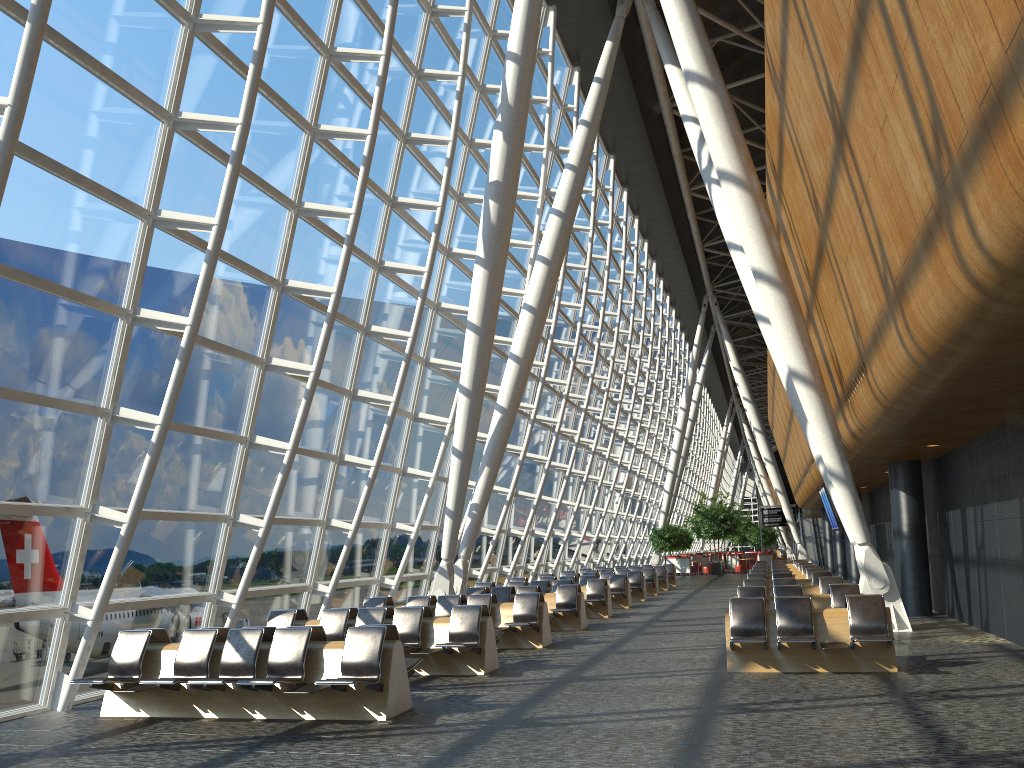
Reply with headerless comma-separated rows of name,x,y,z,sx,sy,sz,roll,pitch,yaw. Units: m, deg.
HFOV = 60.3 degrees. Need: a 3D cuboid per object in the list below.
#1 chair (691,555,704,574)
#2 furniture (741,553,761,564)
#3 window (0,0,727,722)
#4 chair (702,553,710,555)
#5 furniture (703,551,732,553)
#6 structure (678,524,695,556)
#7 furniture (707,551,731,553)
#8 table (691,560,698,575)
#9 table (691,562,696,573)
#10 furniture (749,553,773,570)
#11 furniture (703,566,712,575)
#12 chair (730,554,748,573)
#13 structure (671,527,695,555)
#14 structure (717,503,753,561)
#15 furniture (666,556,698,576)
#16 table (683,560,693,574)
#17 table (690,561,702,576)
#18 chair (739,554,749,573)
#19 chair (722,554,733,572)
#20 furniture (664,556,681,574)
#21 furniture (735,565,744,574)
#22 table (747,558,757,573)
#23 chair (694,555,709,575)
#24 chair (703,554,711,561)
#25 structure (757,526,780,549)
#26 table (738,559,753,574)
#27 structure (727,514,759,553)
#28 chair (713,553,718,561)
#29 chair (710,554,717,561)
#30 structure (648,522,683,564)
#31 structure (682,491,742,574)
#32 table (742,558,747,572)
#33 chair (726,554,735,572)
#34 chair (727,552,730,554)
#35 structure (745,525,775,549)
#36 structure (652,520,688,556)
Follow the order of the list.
chair,10.085,9.905,48.293,0.627,1.000,0.664,-8,-9,41
furniture,13.656,10.061,49.842,0.888,0.996,2.867,0,-10,-16
window,14.938,8.060,73.816,3.726,13.878,168.072,-4,-11,16
chair,13.633,12.457,62.308,0.622,1.000,0.668,0,-7,-19
furniture,20.885,17.552,89.933,3.258,0.860,1.678,-5,-10,16
structure,10.053,9.888,52.981,1.784,2.822,1.852,1,-7,-26
furniture,20.047,17.033,87.060,3.258,0.860,1.678,-5,-10,16
table,9.656,9.917,47.593,0.798,0.742,0.809,0,-8,-13
table,10.465,10.611,51.370,0.798,0.742,0.809,-3,-8,2
furniture,13.336,9.510,46.910,0.892,0.996,2.852,-6,-11,28
furniture,10.115,9.656,45.567,0.443,0.455,0.448,2,-9,-31
chair,12.071,9.551,46.863,0.661,1.000,0.629,1,-8,-29
structure,10.757,10.502,56.220,1.757,2.784,1.825,1,-7,-26
structure,15.876,10.927,63.999,3.113,4.488,5.774,-8,-10,38
furniture,9.029,9.782,47.435,0.888,0.996,2.867,0,-10,-16
table,9.949,10.382,50.069,0.803,0.742,0.804,-7,-10,32
table,9.719,9.591,45.907,0.798,0.742,0.809,0,-8,-13
chair,12.431,9.739,47.914,0.623,1.000,0.668,1,-8,-29
chair,12.459,10.190,50.266,0.624,1.000,0.667,3,-9,-39
furniture,9.350,10.332,50.367,0.892,0.996,2.852,-6,-11,28
furniture,11.746,9.588,45.549,0.445,0.455,0.446,-6,-9,28
table,12.740,9.725,47.230,0.803,0.742,0.804,-7,-10,32
chair,10.055,9.643,46.922,0.665,1.000,0.625,-8,-9,41
chair,12.178,11.201,55.471,0.627,1.000,0.664,-8,-9,41
structure,18.898,11.873,65.517,1.884,2.965,1.957,1,-7,-26
table,12.193,9.472,45.800,0.803,0.742,0.804,-7,-10,32
structure,15.523,10.585,59.371,2.289,3.441,2.234,-6,-8,28
chair,14.346,12.654,63.483,0.660,1.000,0.630,0,-7,-19
chair,12.148,10.939,54.101,0.665,1.000,0.625,-8,-9,41
structure,8.057,8.689,46.137,1.733,2.750,1.800,1,-7,-26
structure,11.003,8.206,48.832,3.095,4.486,5.872,-3,-9,8
table,13.003,10.177,49.634,0.803,0.742,0.804,-7,-10,32
chair,12.408,9.966,49.091,0.662,1.000,0.628,3,-8,-39
chair,15.346,12.186,61.252,0.661,1.000,0.630,-2,-7,1
structure,15.686,10.210,55.631,1.733,2.750,1.800,1,-7,-26
structure,8.778,9.105,48.951,1.917,2.938,1.887,-1,-7,-10
